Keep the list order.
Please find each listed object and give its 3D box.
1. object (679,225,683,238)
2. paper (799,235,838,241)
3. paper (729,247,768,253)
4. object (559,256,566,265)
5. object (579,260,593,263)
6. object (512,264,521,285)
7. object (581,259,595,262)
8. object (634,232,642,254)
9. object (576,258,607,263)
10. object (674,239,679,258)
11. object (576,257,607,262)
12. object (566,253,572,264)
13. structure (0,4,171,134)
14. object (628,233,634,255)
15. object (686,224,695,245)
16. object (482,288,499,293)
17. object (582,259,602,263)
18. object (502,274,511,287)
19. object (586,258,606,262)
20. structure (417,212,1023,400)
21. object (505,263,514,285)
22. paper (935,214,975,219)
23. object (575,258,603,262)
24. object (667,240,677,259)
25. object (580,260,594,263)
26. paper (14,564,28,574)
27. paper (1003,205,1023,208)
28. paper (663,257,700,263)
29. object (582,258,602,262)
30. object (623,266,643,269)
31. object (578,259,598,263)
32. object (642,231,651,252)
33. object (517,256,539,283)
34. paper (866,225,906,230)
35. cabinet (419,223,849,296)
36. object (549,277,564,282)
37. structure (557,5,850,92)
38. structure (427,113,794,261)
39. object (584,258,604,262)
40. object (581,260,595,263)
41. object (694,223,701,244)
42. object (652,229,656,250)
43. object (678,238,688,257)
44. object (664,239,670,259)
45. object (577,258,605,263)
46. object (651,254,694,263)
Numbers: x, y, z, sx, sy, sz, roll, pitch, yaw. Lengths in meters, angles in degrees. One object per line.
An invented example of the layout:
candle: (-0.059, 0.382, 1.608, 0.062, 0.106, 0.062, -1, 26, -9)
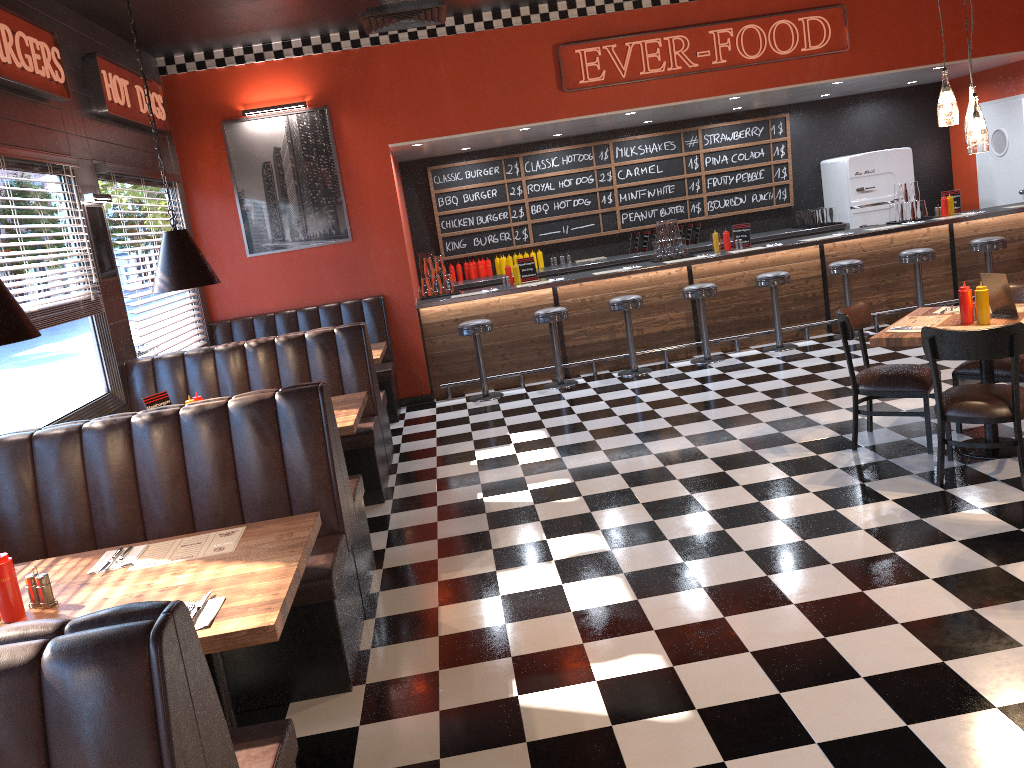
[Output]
object: (2.122, -1.867, 11.172, 0.072, 0.255, 0.189, -9, 10, 2)
paper: (3.214, -1.522, 9.258, 0.365, 0.001, 0.263, -10, 11, -7)
paper: (2.444, -1.395, 9.213, 0.365, 0.001, 0.263, -9, 11, -2)
object: (0.632, -1.567, 11.129, 0.046, 0.135, 0.094, -1, 12, 41)
object: (0.987, -1.555, 11.104, 0.365, 0.001, 0.263, -9, 11, -2)
object: (0.046, -1.152, 9.232, 0.068, 0.236, 0.068, -9, 9, -2)
object: (0.986, -1.562, 11.103, 0.365, 0.001, 0.263, -10, 11, -4)
object: (1.571, -1.775, 11.134, 0.073, 0.258, 0.193, -9, 10, -1)
object: (0.988, -1.552, 11.105, 0.365, 0.001, 0.263, -9, 11, -1)
object: (1.793, -1.466, 9.531, 0.105, 0.207, 0.106, -1, 12, 41)
object: (0.986, -1.563, 11.103, 0.365, 0.001, 0.263, -9, 11, -2)
object: (0.710, -1.571, 11.093, 0.047, 0.135, 0.094, -10, 10, -8)
structure: (-2.656, -1.424, 2.379, 0.120, 0.435, 11.340, -9, 11, -3)
object: (1.479, -1.761, 11.134, 0.070, 0.256, 0.190, -8, 10, 4)
object: (2.234, -1.885, 11.178, 0.074, 0.256, 0.190, -9, 10, -1)
object: (-0.223, -0.962, 9.054, 0.157, 0.019, 0.256, -10, 11, -8)
object: (0.988, -1.549, 11.105, 0.365, 0.001, 0.263, -9, 11, -2)
object: (-0.062, -1.073, 9.188, 0.093, 0.135, 0.047, -3, 11, 31)
object: (0.987, -1.554, 11.104, 0.365, 0.001, 0.263, -9, 11, -1)
structure: (2.591, -0.822, 9.153, 7.043, 1.033, 0.217, -9, 9, -4)
object: (-0.032, -1.153, 9.298, 0.068, 0.236, 0.068, -9, 9, -2)
paper: (4.670, -1.770, 9.381, 0.365, 0.001, 0.263, -9, 11, -3)
object: (0.986, -1.559, 11.103, 0.365, 0.001, 0.263, -9, 11, -4)
object: (1.693, -1.428, 9.415, 0.105, 0.207, 0.106, -1, 12, 41)
object: (0.987, -1.553, 11.104, 0.365, 0.001, 0.263, -10, 11, -4)
paper: (-1.970, 0.723, 3.151, 0.365, 0.001, 0.263, -9, 11, -2)
paper: (5.460, -1.902, 9.432, 0.365, 0.001, 0.263, -7, 11, 7)
paper: (1.764, -1.283, 9.175, 0.365, 0.001, 0.263, -9, 11, -2)
object: (0.986, -1.561, 11.103, 0.365, 0.001, 0.263, -9, 11, -3)
object: (1.245, -1.214, 9.187, 0.157, 0.019, 0.256, -10, 11, -8)
object: (0.987, -1.556, 11.104, 0.365, 0.001, 0.263, -10, 11, -6)
object: (1.681, -1.794, 11.143, 0.072, 0.255, 0.189, -10, 10, -8)
object: (0.166, -1.207, 9.370, 0.188, 0.255, 0.072, -11, 9, -14)
paper: (3.933, -1.649, 9.340, 0.365, 0.001, 0.263, -9, 11, -2)
cabinet: (1.546, -1.105, 11.021, 5.286, 0.992, 0.680, -9, 10, -4)
object: (0.458, -1.078, 9.113, 0.157, 0.019, 0.257, -8, 11, 2)
structure: (1.879, -3.272, 8.653, 2.876, 0.436, 0.122, -9, 9, -4)
structure: (1.283, -2.455, 11.046, 4.544, 1.139, 0.201, -9, 9, -4)
object: (0.987, -1.557, 11.104, 0.365, 0.001, 0.263, -9, 11, -4)
object: (0.988, -1.551, 11.105, 0.365, 0.001, 0.263, -8, 11, 2)
object: (2.343, -1.904, 11.186, 0.072, 0.255, 0.189, -9, 10, 2)
object: (1.791, -1.812, 11.150, 0.072, 0.255, 0.189, -9, 10, 2)
object: (1.814, -1.446, 9.416, 0.105, 0.207, 0.106, -1, 12, 41)
object: (1.676, -1.446, 9.523, 0.105, 0.207, 0.106, -1, 12, 41)
object: (0.987, -1.556, 11.104, 0.365, 0.001, 0.263, -9, 11, 0)
object: (1.718, -1.347, 9.491, 0.437, 0.018, 0.274, -9, 11, -4)
